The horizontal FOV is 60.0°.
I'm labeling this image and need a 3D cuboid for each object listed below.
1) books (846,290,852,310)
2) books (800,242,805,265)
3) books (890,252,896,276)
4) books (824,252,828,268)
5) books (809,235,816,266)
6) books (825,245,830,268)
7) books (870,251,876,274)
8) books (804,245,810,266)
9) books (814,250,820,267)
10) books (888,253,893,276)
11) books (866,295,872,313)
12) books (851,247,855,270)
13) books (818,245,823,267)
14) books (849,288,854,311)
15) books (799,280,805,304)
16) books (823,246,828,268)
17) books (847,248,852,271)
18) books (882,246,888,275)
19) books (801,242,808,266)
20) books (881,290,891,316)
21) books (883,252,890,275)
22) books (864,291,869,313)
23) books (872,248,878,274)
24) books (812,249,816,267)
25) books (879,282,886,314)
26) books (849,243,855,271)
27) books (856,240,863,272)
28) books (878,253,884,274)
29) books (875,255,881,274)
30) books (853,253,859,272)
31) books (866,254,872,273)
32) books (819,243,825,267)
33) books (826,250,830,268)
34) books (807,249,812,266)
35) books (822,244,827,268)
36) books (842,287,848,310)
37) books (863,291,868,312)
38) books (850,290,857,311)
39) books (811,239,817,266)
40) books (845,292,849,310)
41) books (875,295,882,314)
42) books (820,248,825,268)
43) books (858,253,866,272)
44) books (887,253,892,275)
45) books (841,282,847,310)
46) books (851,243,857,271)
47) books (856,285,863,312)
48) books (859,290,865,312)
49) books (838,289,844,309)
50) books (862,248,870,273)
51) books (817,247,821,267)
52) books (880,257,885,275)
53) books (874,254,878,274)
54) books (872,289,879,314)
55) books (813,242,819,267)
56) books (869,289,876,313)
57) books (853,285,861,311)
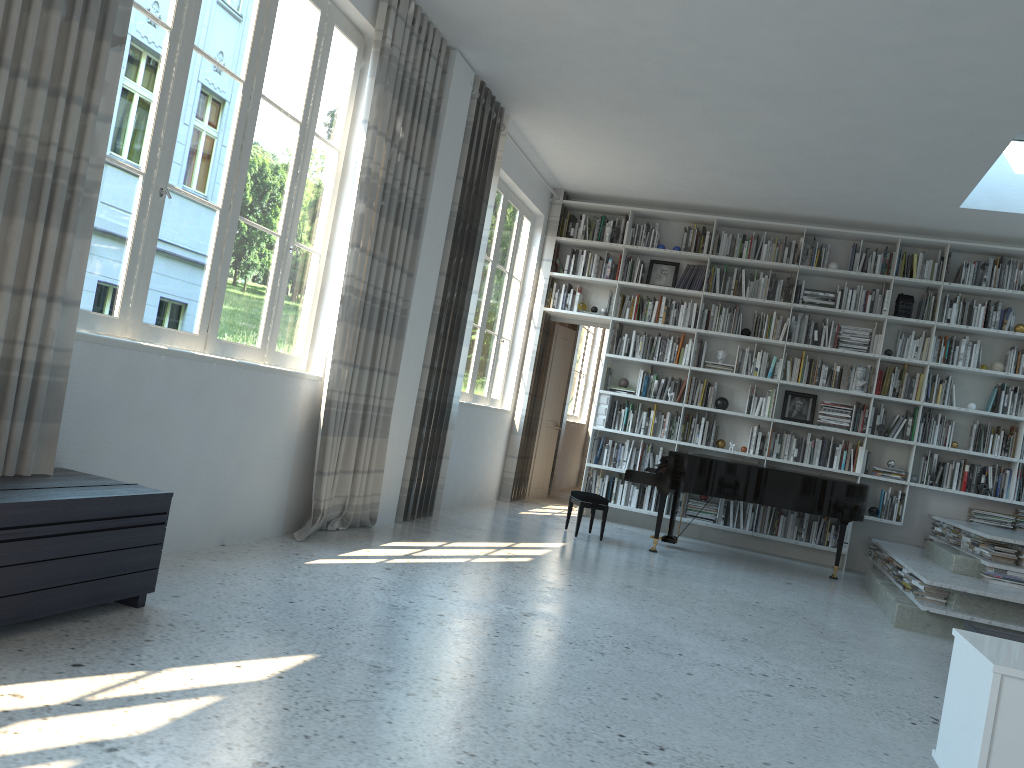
[{"bbox_3d":[3.191,-0.773,8.422,0.027,0.216,0.190,10,-1,16],"label":"books"},{"bbox_3d":[2.804,-1.229,8.578,0.012,0.254,0.161,10,-1,16],"label":"books"},{"bbox_3d":[3.574,-1.101,8.350,0.022,0.257,0.137,10,-1,16],"label":"books"},{"bbox_3d":[3.007,-1.161,8.512,0.010,0.186,0.152,10,-1,16],"label":"books"},{"bbox_3d":[2.895,-1.257,8.555,0.014,0.341,0.145,10,-1,16],"label":"books"},{"bbox_3d":[3.020,-1.194,8.503,0.011,0.256,0.143,10,-1,16],"label":"books"},{"bbox_3d":[3.403,-1.119,8.389,0.023,0.236,0.154,10,-1,16],"label":"books"},{"bbox_3d":[2.843,-1.209,8.565,0.023,0.228,0.157,10,-1,16],"label":"books"},{"bbox_3d":[2.928,-1.178,8.532,0.023,0.195,0.172,10,-1,16],"label":"books"},{"bbox_3d":[3.554,-1.095,8.349,0.014,0.238,0.153,10,-1,16],"label":"books"},{"bbox_3d":[3.355,-0.731,8.368,0.028,0.188,0.176,10,-1,16],"label":"books"},{"bbox_3d":[3.239,-1.162,8.449,0.011,0.267,0.129,10,-1,16],"label":"books"},{"bbox_3d":[2.958,-1.200,8.532,0.014,0.248,0.139,10,-1,16],"label":"books"},{"bbox_3d":[3.215,-0.783,8.428,0.012,0.244,0.131,10,-1,16],"label":"books"},{"bbox_3d":[2.786,-0.858,8.529,0.021,0.249,0.191,10,-1,16],"label":"books"},{"bbox_3d":[3.004,-1.193,8.525,0.013,0.249,0.148,10,-1,16],"label":"books"},{"bbox_3d":[3.214,-1.155,8.457,0.012,0.245,0.151,10,-1,16],"label":"books"},{"bbox_3d":[3.510,-1.138,8.371,0.012,0.308,0.138,10,-1,16],"label":"books"},{"bbox_3d":[2.817,-1.227,8.554,0.026,0.253,0.185,10,-1,16],"label":"books"},{"bbox_3d":[3.481,-0.736,8.276,0.037,0.237,0.272,10,-1,16],"label":"books"},{"bbox_3d":[3.521,-1.103,8.357,0.028,0.244,0.161,10,-1,16],"label":"books"},{"bbox_3d":[3.340,-0.755,8.377,0.012,0.230,0.158,10,-1,16],"label":"books"},{"bbox_3d":[3.418,-1.135,8.371,0.010,0.270,0.180,10,-1,16],"label":"books"},{"bbox_3d":[2.906,-1.187,8.553,0.011,0.205,0.145,10,-1,16],"label":"books"},{"bbox_3d":[3.474,-0.785,8.348,0.012,0.334,0.156,10,-1,16],"label":"books"},{"bbox_3d":[3.225,-1.178,8.437,0.014,0.292,0.176,10,-1,16],"label":"books"},{"bbox_3d":[3.288,-1.187,8.417,0.010,0.331,0.186,10,-1,16],"label":"books"},{"bbox_3d":[3.475,-1.105,8.391,0.026,0.233,0.137,10,-1,16],"label":"books"},{"bbox_3d":[3.437,-1.097,8.356,0.023,0.202,0.193,10,-1,16],"label":"books"},{"bbox_3d":[3.264,-1.128,8.443,0.031,0.208,0.147,10,-1,16],"label":"books"},{"bbox_3d":[3.372,-1.108,8.392,0.033,0.203,0.166,10,-1,16],"label":"books"},{"bbox_3d":[2.970,-1.206,8.522,0.013,0.264,0.147,10,-1,16],"label":"books"},{"bbox_3d":[3.031,-1.181,8.520,0.004,0.235,0.137,10,-1,16],"label":"books"},{"bbox_3d":[2.860,-1.190,8.546,0.026,0.194,0.166,10,-1,16],"label":"books"},{"bbox_3d":[2.991,-1.198,8.510,0.005,0.255,0.168,10,-1,16],"label":"books"},{"bbox_3d":[3.161,-0.789,8.434,0.021,0.237,0.171,10,-1,16],"label":"books"},{"bbox_3d":[3.331,-0.756,8.387,0.010,0.230,0.152,10,-1,16],"label":"books"},{"bbox_3d":[3.230,-0.767,8.413,0.028,0.219,0.183,10,-1,16],"label":"books"},{"bbox_3d":[2.901,-1.234,8.546,0.010,0.296,0.153,10,-1,16],"label":"books"},{"bbox_3d":[3.176,-0.769,8.441,0.011,0.204,0.133,10,-1,16],"label":"books"},{"bbox_3d":[3.441,-0.724,8.344,0.029,0.202,0.191,10,-1,16],"label":"books"},{"bbox_3d":[2.978,-1.182,8.514,0.016,0.219,0.144,10,-1,16],"label":"books"},{"bbox_3d":[3.307,-1.123,8.413,0.050,0.211,0.173,10,-1,16],"label":"books"},{"bbox_3d":[3.543,-1.099,8.361,0.014,0.244,0.145,10,-1,16],"label":"books"},{"bbox_3d":[3.145,-0.815,8.424,0.011,0.284,0.190,10,-1,16],"label":"books"},{"bbox_3d":[3.249,-1.175,8.438,0.011,0.296,0.157,10,-1,16],"label":"books"},{"bbox_3d":[3.285,-0.784,8.398,0.023,0.269,0.185,10,-1,16],"label":"books"},{"bbox_3d":[3.301,-0.758,8.383,0.023,0.223,0.191,10,-1,16],"label":"books"},{"bbox_3d":[3.135,-0.785,8.467,0.024,0.223,0.128,10,-1,16],"label":"books"},{"bbox_3d":[3.354,-1.144,8.420,0.028,0.270,0.140,10,-1,16],"label":"books"},{"bbox_3d":[2.951,-1.193,8.547,0.006,0.233,0.136,10,-1,16],"label":"books"},{"bbox_3d":[3.490,-1.088,8.380,0.014,0.204,0.135,10,-1,16],"label":"books"},{"bbox_3d":[3.426,-1.106,8.377,0.012,0.217,0.179,10,-1,16],"label":"books"},{"bbox_3d":[3.422,-0.756,8.366,0.029,0.261,0.133,10,-1,16],"label":"books"},{"bbox_3d":[2.915,-1.216,8.525,0.011,0.265,0.163,10,-1,16],"label":"books"},{"bbox_3d":[3.388,-0.756,8.359,0.032,0.248,0.173,10,-1,16],"label":"books"},{"bbox_3d":[3.267,-0.788,8.425,0.029,0.273,0.140,10,-1,16],"label":"books"}]
